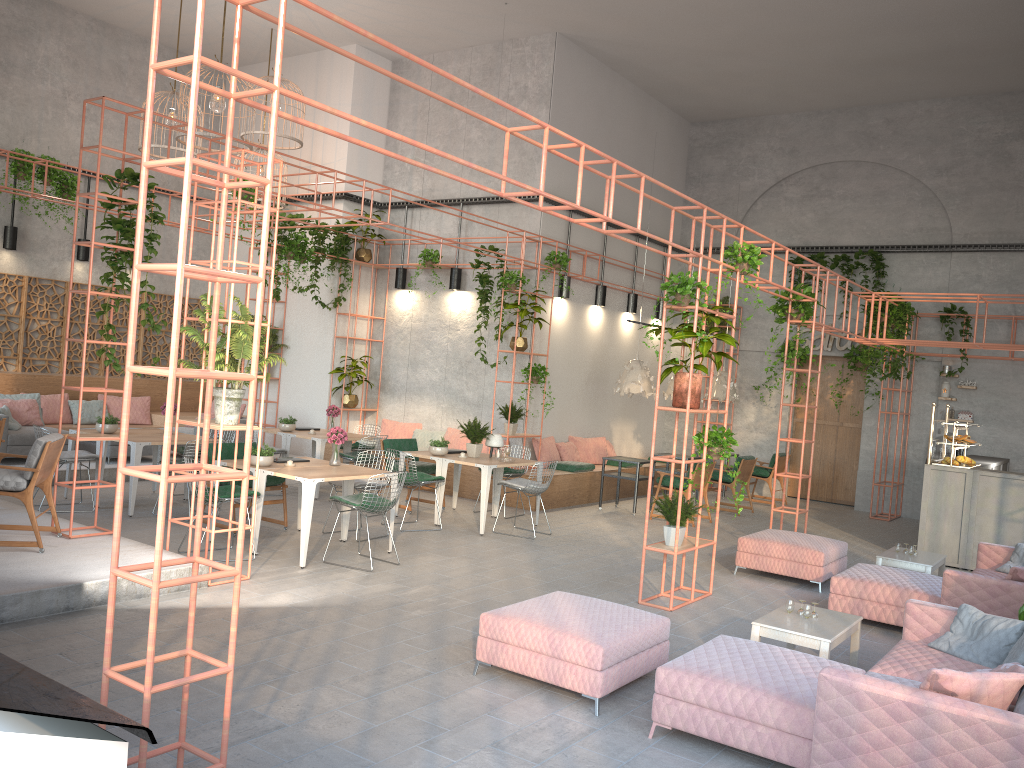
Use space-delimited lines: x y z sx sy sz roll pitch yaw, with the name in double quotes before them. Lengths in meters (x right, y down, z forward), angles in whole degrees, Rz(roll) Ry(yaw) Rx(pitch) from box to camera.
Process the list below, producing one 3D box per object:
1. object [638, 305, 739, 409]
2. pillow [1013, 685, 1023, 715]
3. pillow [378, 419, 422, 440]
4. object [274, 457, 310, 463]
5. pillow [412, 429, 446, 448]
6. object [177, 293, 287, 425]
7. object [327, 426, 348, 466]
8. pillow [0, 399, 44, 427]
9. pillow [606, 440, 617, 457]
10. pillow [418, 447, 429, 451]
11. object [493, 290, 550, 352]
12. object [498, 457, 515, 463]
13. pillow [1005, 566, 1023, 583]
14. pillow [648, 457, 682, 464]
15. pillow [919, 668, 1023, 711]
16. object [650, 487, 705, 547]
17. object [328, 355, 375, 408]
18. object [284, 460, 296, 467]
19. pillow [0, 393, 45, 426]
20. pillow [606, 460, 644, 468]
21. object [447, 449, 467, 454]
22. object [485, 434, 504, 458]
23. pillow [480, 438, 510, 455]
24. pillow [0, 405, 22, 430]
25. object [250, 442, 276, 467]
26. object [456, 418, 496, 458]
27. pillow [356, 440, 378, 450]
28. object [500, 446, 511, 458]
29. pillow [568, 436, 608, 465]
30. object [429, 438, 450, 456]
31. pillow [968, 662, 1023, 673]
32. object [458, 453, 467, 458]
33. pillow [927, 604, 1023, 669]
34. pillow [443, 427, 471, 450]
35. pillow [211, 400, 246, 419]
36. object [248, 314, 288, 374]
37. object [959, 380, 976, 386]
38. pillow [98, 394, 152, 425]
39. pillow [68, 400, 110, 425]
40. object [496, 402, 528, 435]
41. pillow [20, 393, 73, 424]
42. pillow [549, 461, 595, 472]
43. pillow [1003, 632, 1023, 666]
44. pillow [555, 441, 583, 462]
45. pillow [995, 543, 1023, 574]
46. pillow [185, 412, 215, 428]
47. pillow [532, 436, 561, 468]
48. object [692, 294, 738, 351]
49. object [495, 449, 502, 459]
"object" 1.597 -0.256 7.911 0.924 0.946 0.923 5 1 1
"pillow" 2.596 1.482 4.297 0.273 0.476 0.836 5 1 35
"pillow" -1.942 0.865 15.220 0.839 0.474 0.276 5 1 25
"object" -2.381 0.809 9.362 0.268 0.031 0.427 5 1 35
"pillow" -1.433 0.961 14.836 0.666 0.385 0.289 5 1 30
"object" -2.415 -0.209 7.555 0.900 1.100 0.894 4 1 -26
"object" -1.842 0.650 9.289 0.213 0.414 0.225 5 1 27
"pillow" -6.907 0.402 12.366 0.289 0.385 0.666 5 1 35
"pillow" 1.675 1.206 15.757 0.289 0.385 0.666 5 1 30
"pillow" -1.402 1.110 14.319 0.637 0.149 0.491 5 1 36
"object" 0.137 -0.958 13.191 0.903 0.947 0.934 5 1 -4
"object" -0.068 0.945 11.018 0.218 0.041 0.218 6 1 43
"pillow" 4.155 1.619 7.111 0.495 0.349 0.308 5 1 -5
"pillow" 2.953 1.436 16.914 0.491 0.149 0.637 5 1 36
"pillow" 2.139 1.491 4.209 0.495 0.349 0.308 5 1 -5
"object" 1.468 1.203 8.046 0.438 0.527 0.368 5 1 35
"object" -2.797 -0.053 15.222 0.903 0.919 0.934 5 1 6
"object" -2.246 0.802 8.971 0.115 0.073 0.115 5 1 29
"pillow" -7.020 0.359 12.462 0.276 0.474 0.839 5 1 35
"pillow" 1.942 1.372 15.459 0.491 0.149 0.637 5 1 36
"object" -0.807 0.883 11.657 0.268 0.031 0.427 5 1 35
"object" -0.229 0.802 11.438 0.241 0.313 0.241 5 1 -10
"pillow" -0.385 1.058 14.104 0.666 0.385 0.289 5 1 30
"pillow" -6.801 0.466 12.001 0.307 0.324 0.499 4 1 -20
"object" -2.490 0.700 8.816 0.247 0.247 0.252 5 1 35
"object" -0.484 0.665 11.246 0.438 0.527 0.368 5 1 35
"pillow" -2.259 1.030 14.918 0.637 0.149 0.491 5 1 36
"object" -0.079 0.885 11.429 0.165 0.154 0.210 5 1 25
"pillow" 1.330 1.139 15.215 0.839 0.474 0.276 4 1 -35
"object" -0.916 0.774 11.110 0.248 0.247 0.254 5 1 35
"pillow" 2.440 1.531 4.549 0.441 0.317 0.479 5 1 16
"object" -0.616 0.887 11.088 0.115 0.078 0.115 5 1 41
"pillow" 2.890 1.570 5.498 0.307 0.324 0.500 4 1 -20
"pillow" -0.919 0.961 14.453 0.276 0.474 0.839 4 1 -35
"pillow" -4.721 0.524 14.519 0.836 0.476 0.273 5 1 35
"object" -4.474 -0.685 15.757 0.900 1.097 0.894 4 1 -26
"object" 7.650 -0.013 14.902 0.263 0.101 0.013 5 1 35
"pillow" -6.435 0.427 14.734 0.839 0.474 0.276 4 1 -35
"pillow" -6.768 0.453 14.223 0.289 0.385 0.666 5 1 30
"object" -0.022 0.500 13.338 0.438 0.527 0.368 5 1 35
"pillow" -7.165 0.381 13.683 0.276 0.474 0.839 5 1 25
"pillow" 0.956 1.310 14.038 0.491 0.149 0.637 5 1 36
"pillow" 3.005 1.534 5.132 0.289 0.385 0.666 5 1 35
"pillow" 0.944 1.160 14.705 0.289 0.385 0.666 5 1 30
"pillow" 4.905 1.697 8.400 0.307 0.324 0.500 4 1 -20
"pillow" -4.976 0.570 14.368 0.479 0.317 0.441 5 1 16
"pillow" 0.564 1.089 14.189 0.276 0.474 0.839 5 1 25
"object" 3.925 -1.181 17.236 0.894 1.101 0.900 5 1 4
"object" -0.174 0.893 11.233 0.095 0.119 0.095 4 1 -31
